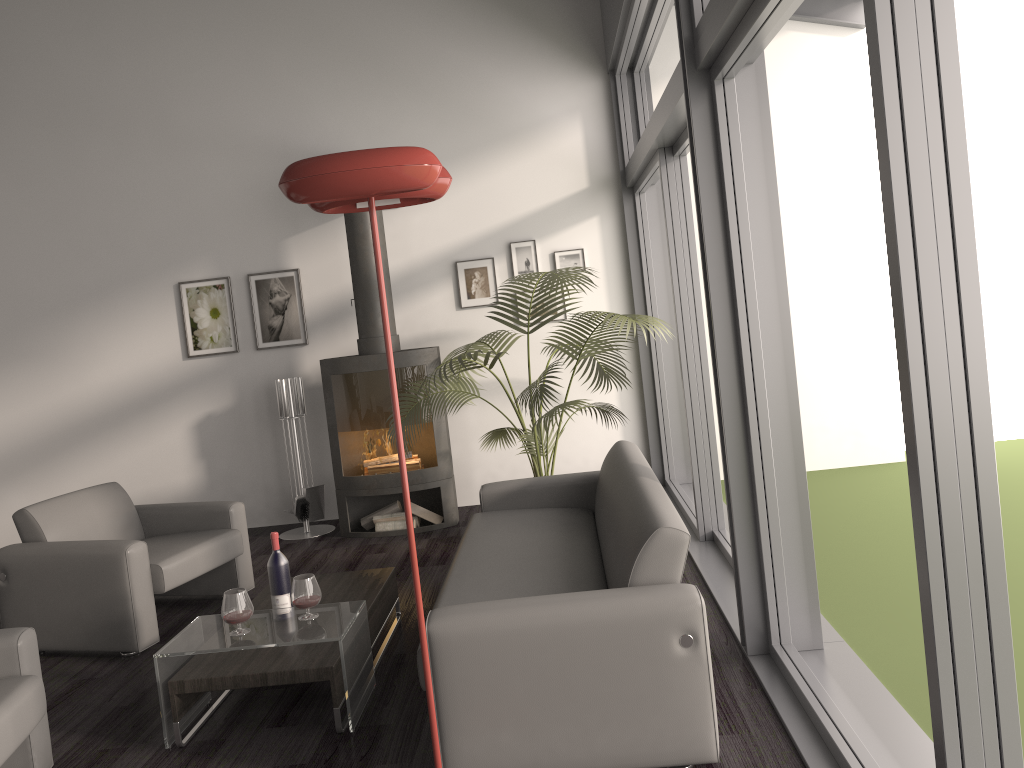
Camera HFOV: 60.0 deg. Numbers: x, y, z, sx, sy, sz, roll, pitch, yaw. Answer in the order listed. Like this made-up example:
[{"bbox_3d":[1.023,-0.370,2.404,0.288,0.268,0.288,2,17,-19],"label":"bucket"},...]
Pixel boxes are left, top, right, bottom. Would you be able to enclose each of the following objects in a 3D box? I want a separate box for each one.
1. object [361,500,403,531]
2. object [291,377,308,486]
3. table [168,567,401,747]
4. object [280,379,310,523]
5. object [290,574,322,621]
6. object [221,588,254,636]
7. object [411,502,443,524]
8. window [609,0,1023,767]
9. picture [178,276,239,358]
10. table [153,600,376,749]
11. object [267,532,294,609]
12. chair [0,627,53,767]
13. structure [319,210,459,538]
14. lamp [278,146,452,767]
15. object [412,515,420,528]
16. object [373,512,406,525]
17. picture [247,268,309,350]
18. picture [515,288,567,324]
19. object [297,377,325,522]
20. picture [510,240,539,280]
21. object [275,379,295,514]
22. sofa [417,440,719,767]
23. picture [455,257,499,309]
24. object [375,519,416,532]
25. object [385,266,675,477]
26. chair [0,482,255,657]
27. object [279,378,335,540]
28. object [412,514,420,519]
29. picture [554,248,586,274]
[{"bbox_3d":[-0.911,0.923,6.207,0.306,0.191,0.104,-6,3,5],"label":"object"},{"bbox_3d":[-1.498,0.466,6.484,0.114,1.047,0.041,-9,3,-42],"label":"object"},{"bbox_3d":[-0.881,1.096,3.729,0.600,0.249,1.203,-6,4,3],"label":"table"},{"bbox_3d":[-1.536,0.474,6.258,0.079,1.018,0.167,-8,3,-35],"label":"object"},{"bbox_3d":[-0.782,0.808,3.367,0.116,0.155,0.116,-7,3,-6],"label":"object"},{"bbox_3d":[-1.015,0.842,3.277,0.115,0.155,0.116,-6,3,12],"label":"object"},{"bbox_3d":[-0.600,0.896,6.133,0.254,0.186,0.072,-6,3,4],"label":"object"},{"bbox_3d":[0.815,-0.557,1.708,0.385,3.464,9.769,-6,4,3],"label":"window"},{"bbox_3d":[-2.297,-0.504,6.715,0.394,0.576,0.026,-6,2,3],"label":"picture"},{"bbox_3d":[-0.906,1.076,3.327,0.680,0.341,0.401,-6,4,3],"label":"table"},{"bbox_3d":[-0.962,0.797,3.668,0.093,0.370,0.093,-6,2,2],"label":"object"},{"bbox_3d":[-1.940,1.074,2.557,0.910,0.716,0.965,-7,4,-7],"label":"chair"},{"bbox_3d":[-0.912,-0.343,6.496,0.818,2.670,1.118,-6,3,3],"label":"structure"},{"bbox_3d":[-0.233,0.376,2.064,0.365,1.785,0.354,-6,2,3],"label":"lamp"},{"bbox_3d":[-0.780,0.966,6.161,0.265,0.086,0.086,-6,3,4],"label":"object"},{"bbox_3d":[-0.826,0.928,6.114,0.258,0.068,0.073,-6,4,2],"label":"object"},{"bbox_3d":[-1.765,-0.562,6.686,0.394,0.576,0.026,-6,2,3],"label":"picture"},{"bbox_3d":[0.217,-0.580,6.590,0.359,0.244,0.015,-6,2,3],"label":"picture"},{"bbox_3d":[-1.466,0.471,6.387,0.145,1.050,0.074,-8,3,-36],"label":"object"},{"bbox_3d":[0.093,-0.920,6.580,0.191,0.280,0.015,-6,2,3],"label":"picture"},{"bbox_3d":[-1.644,0.457,6.380,0.116,0.982,0.042,-7,3,-22],"label":"object"},{"bbox_3d":[0.188,0.746,3.646,0.901,0.716,2.120,-6,4,3],"label":"sofa"},{"bbox_3d":[-0.259,-0.752,6.605,0.288,0.352,0.015,-6,2,3],"label":"picture"},{"bbox_3d":[-0.796,0.975,6.073,0.267,0.082,0.092,-6,4,4],"label":"object"},{"bbox_3d":[0.034,0.137,5.509,1.718,1.663,2.123,-7,4,-2],"label":"object"},{"bbox_3d":[-1.990,0.909,4.681,0.909,0.716,0.966,-5,4,18],"label":"chair"},{"bbox_3d":[-1.543,0.517,6.388,0.401,1.124,0.400,-8,3,-37],"label":"object"},{"bbox_3d":[-0.791,0.961,6.244,0.276,0.083,0.085,-6,3,4],"label":"object"},{"bbox_3d":[0.428,-0.909,6.565,0.221,0.166,0.015,-6,2,3],"label":"picture"}]
